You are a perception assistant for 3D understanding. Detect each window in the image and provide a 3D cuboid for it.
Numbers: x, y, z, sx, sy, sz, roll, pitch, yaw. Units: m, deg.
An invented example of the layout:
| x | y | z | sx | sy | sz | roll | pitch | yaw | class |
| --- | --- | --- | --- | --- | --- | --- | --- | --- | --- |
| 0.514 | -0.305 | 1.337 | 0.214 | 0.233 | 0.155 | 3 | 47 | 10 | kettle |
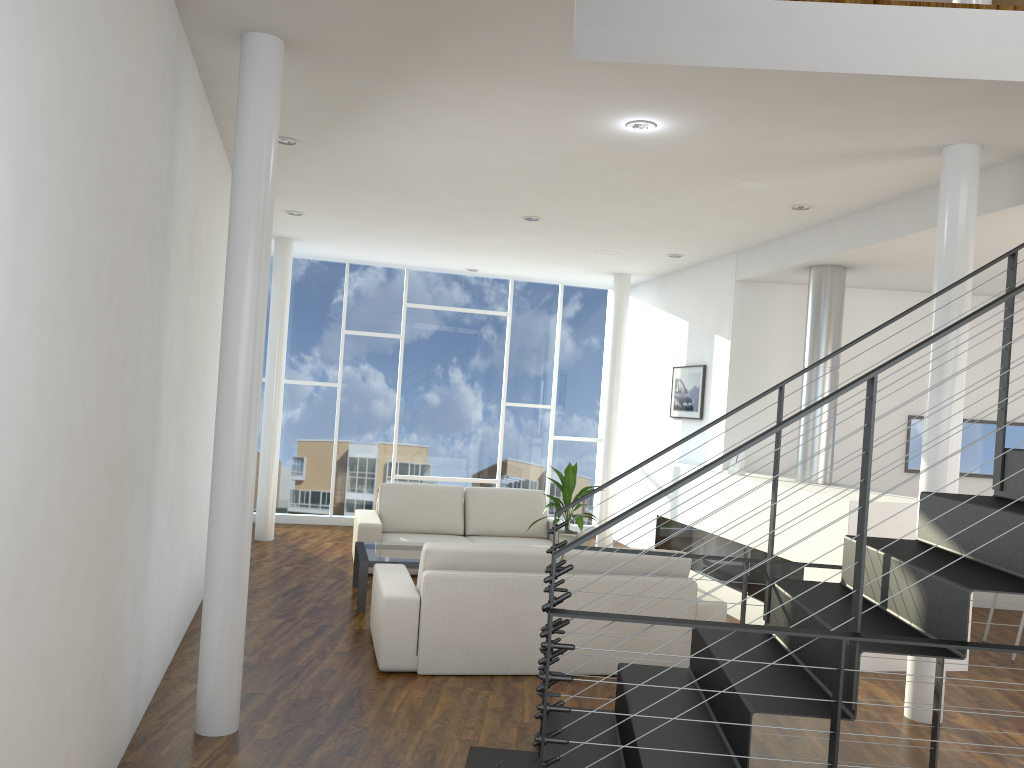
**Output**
| x | y | z | sx | sy | sz | roll | pitch | yaw | class |
| --- | --- | --- | --- | --- | --- | --- | --- | --- | --- |
| 3.810 | 0.494 | 6.313 | 2.024 | 0.408 | 0.165 | 4 | 0 | 3 | window |
| -0.579 | -1.424 | 8.355 | 3.416 | 5.634 | 0.090 | 4 | 0 | -13 | window |

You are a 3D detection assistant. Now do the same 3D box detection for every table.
| x | y | z | sx | sy | sz | roll | pitch | yaw | class |
| --- | --- | --- | --- | --- | --- | --- | --- | --- | --- |
| -0.134 | 1.179 | 5.380 | 1.609 | 0.284 | 0.661 | 4 | -1 | -12 | table |

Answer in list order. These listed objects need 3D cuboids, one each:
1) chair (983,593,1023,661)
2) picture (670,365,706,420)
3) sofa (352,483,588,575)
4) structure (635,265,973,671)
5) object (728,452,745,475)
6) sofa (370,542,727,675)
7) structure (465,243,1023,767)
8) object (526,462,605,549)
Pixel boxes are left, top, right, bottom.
| x | y | z | sx | sy | sz | roll | pitch | yaw | class |
| --- | --- | --- | --- | --- | --- | --- | --- | --- | --- |
| 2.993 | 1.141 | 4.991 | 0.555 | 0.765 | 0.428 | 4 | 0 | 9 | chair |
| 1.380 | 0.066 | 6.990 | 0.020 | 0.415 | 0.575 | 4 | -1 | -13 | picture |
| -0.322 | 1.049 | 6.443 | 1.611 | 0.565 | 0.802 | 4 | -1 | -12 | sofa |
| 1.725 | 0.360 | 5.783 | 0.750 | 2.206 | 2.750 | 4 | -1 | -13 | structure |
| 1.494 | 0.524 | 5.878 | 0.061 | 0.151 | 0.100 | 4 | 0 | -26 | object |
| 0.146 | 1.027 | 4.358 | 1.611 | 0.565 | 0.802 | 4 | -1 | -12 | sofa |
| 2.038 | 0.922 | 2.544 | 4.361 | 6.297 | 1.094 | 4 | 0 | 3 | structure |
| 0.365 | 0.771 | 5.442 | 0.432 | 0.601 | 0.457 | 4 | -1 | -28 | object |
